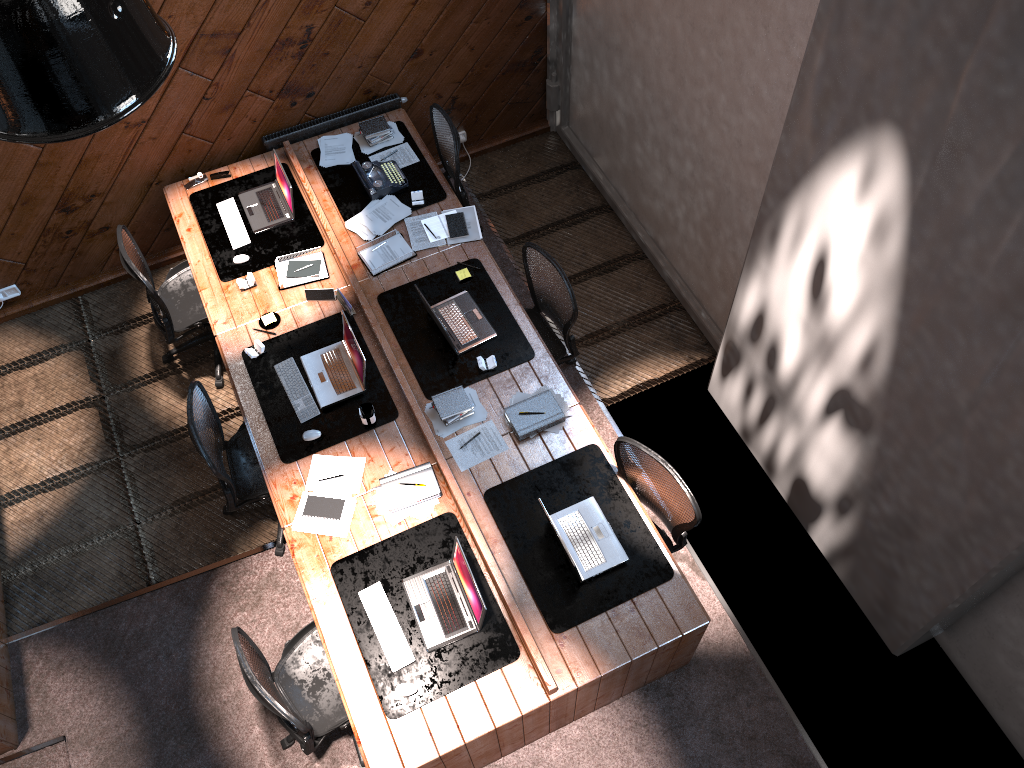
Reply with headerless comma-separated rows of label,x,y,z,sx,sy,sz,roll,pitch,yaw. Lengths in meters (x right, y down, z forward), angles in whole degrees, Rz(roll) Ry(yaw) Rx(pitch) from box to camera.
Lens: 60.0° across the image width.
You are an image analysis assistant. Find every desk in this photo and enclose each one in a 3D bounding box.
desk,-4.890,1.769,4.479,4.117,0.840,1.748,-20,59,-11
desk,-0.684,0.085,5.397,1.748,0.840,4.117,-22,59,-12

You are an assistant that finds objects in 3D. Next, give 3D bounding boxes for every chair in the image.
chair,-2.074,-0.620,5.751,0.770,1.085,0.792,39,66,23
chair,-1.424,0.375,5.094,0.792,1.085,0.770,-32,62,-17
chair,-0.943,1.420,4.412,0.770,1.085,0.792,29,63,19
chair,0.605,0.841,4.723,0.770,1.085,0.792,29,63,19
chair,-0.603,-1.302,6.131,0.792,1.085,0.770,-32,62,-17
chair,0.075,-0.260,5.444,0.770,1.085,0.792,39,66,23

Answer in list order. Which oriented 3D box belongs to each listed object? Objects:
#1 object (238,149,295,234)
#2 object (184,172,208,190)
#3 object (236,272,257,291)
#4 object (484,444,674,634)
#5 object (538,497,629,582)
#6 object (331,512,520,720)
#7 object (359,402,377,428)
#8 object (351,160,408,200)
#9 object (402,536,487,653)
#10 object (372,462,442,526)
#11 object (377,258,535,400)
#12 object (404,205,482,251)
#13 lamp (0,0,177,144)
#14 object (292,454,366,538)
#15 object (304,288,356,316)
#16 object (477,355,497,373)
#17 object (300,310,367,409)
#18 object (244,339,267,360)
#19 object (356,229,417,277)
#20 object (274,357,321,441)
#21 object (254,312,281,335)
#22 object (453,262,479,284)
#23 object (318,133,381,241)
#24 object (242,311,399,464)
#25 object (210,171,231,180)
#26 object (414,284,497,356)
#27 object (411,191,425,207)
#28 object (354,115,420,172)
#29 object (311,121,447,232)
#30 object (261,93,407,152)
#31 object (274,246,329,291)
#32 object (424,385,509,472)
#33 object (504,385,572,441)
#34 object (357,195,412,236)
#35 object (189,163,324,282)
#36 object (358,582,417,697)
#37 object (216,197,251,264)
object,-1.594,-1.240,5.708,0.323,0.283,0.390,-22,59,-12
object,-2.127,-1.371,5.948,0.159,0.064,0.054,-29,61,-15
object,-1.638,-0.632,5.460,0.106,0.063,0.082,-25,60,-13
object,0.328,0.762,4.534,0.687,0.008,0.848,-23,60,-12
object,0.356,0.716,4.359,0.320,0.288,0.380,-22,59,-12
object,-0.437,1.104,4.344,0.687,0.008,0.848,-23,60,-12
object,-0.794,0.169,4.882,0.078,0.138,0.099,-12,58,-5
object,-0.867,-1.383,5.858,0.290,0.116,0.322,-24,60,-13
object,-0.334,1.005,4.234,0.323,0.283,0.390,-20,59,-10
object,-0.557,0.571,4.653,0.363,0.065,0.325,-9,58,-4
object,-0.344,-0.347,5.265,0.687,0.008,0.848,-23,60,-12
object,-0.441,-1.004,5.673,0.467,0.017,0.304,-11,58,-5
lamp,-0.949,-1.281,0.811,0.445,2.372,0.445,18,60,13
object,-0.963,0.576,4.690,0.304,0.017,0.467,6,58,6
object,-1.082,-0.526,5.359,0.347,0.083,0.129,20,60,14
object,-0.142,-0.123,5.074,0.106,0.063,0.082,-12,58,-5
object,-1.006,-0.137,4.952,0.320,0.288,0.380,-22,59,-12
object,-1.499,-0.200,5.171,0.106,0.063,0.082,-39,64,-20
object,-0.786,-0.828,5.557,0.316,0.060,0.229,-28,61,-15
object,-1.195,0.080,5.003,0.139,0.040,0.577,-23,60,-12
object,-1.457,-0.376,5.312,0.158,0.026,0.154,14,59,10
object,-0.296,-0.681,5.458,0.158,0.026,0.154,18,60,13
object,-1.066,-1.334,5.907,0.356,0.002,1.058,-24,60,-13
object,-1.109,-0.005,5.075,0.687,0.008,0.848,-23,60,-12
object,-1.967,-1.407,5.977,0.134,0.042,0.022,-9,58,-4
object,-0.320,-0.426,5.143,0.323,0.283,0.390,-27,60,-14
object,-0.615,-1.204,5.777,0.082,0.063,0.106,-8,58,-3
object,-0.872,-1.647,6.042,0.319,0.098,0.478,-24,60,-13
object,-0.905,-1.412,5.963,0.687,0.008,0.848,-23,60,-12
object,-1.225,-1.702,6.449,1.064,0.628,0.073,-22,59,-12
object,-1.313,-0.719,5.507,0.316,0.060,0.229,-15,58,-8
object,-0.263,0.215,4.850,0.319,0.098,0.478,-24,60,-13
object,0.141,0.139,4.902,0.363,0.065,0.325,-14,58,-7
object,-0.827,-1.095,5.740,0.315,0.002,0.246,-40,65,-21
object,-1.671,-1.070,5.773,0.687,0.008,0.848,-23,60,-12
object,-0.581,1.220,4.256,0.139,0.040,0.577,-22,59,-12
object,-1.779,-0.991,5.707,0.139,0.040,0.577,-20,59,-10
